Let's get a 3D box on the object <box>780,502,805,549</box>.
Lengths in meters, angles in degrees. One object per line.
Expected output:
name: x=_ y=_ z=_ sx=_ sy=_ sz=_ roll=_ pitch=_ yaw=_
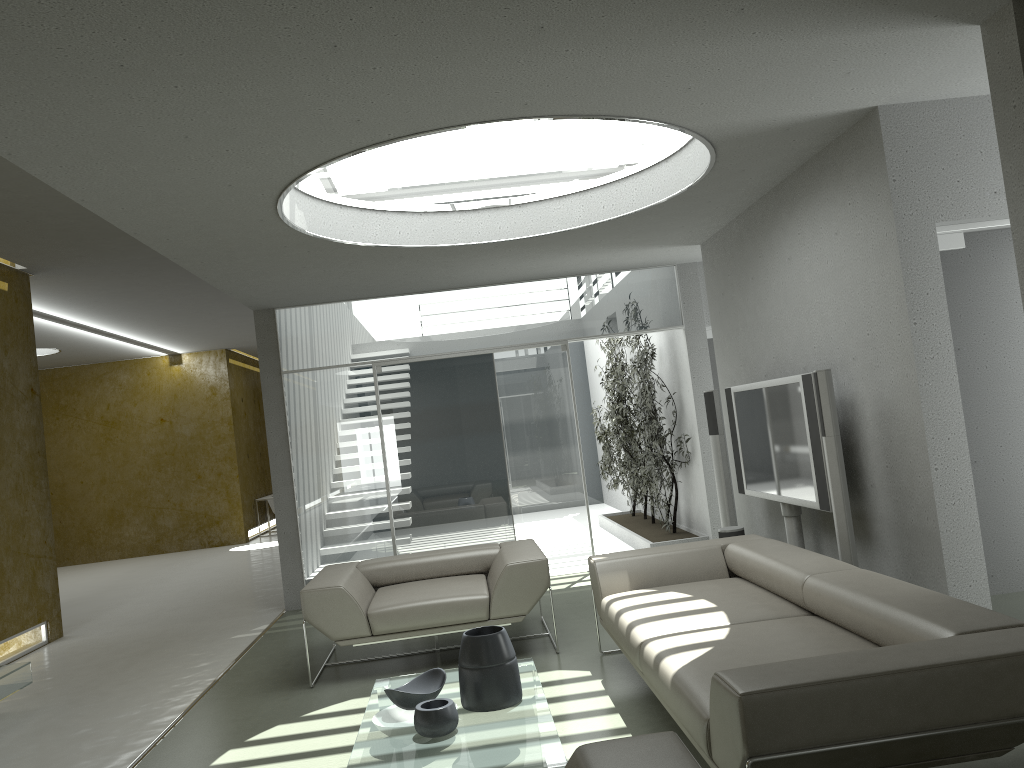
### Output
object: x=1.750 y=1.097 z=5.641 sx=0.323 sy=0.689 sz=0.882 roll=-7 pitch=-3 yaw=-4

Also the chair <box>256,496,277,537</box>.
chair: x=-4.196 y=2.370 z=16.184 sx=0.710 sy=0.667 sz=0.800 roll=-7 pitch=-3 yaw=-4

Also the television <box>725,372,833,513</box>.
television: x=1.715 y=0.362 z=5.681 sx=0.127 sy=0.781 sz=1.603 roll=-7 pitch=-3 yaw=-4

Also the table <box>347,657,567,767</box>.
table: x=-0.231 y=1.487 z=3.714 sx=0.790 sy=0.200 sz=1.500 roll=-7 pitch=-3 yaw=-4

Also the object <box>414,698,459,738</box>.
object: x=-0.301 y=1.327 z=3.519 sx=0.177 sy=0.113 sz=0.177 roll=-6 pitch=-3 yaw=-23

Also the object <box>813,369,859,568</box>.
object: x=1.700 y=0.654 z=4.568 sx=0.310 sy=1.469 sz=0.310 roll=-5 pitch=-3 yaw=-27

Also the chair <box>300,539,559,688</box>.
chair: x=-0.513 y=1.430 z=5.727 sx=1.481 sy=0.583 sz=1.039 roll=-7 pitch=-3 yaw=-4

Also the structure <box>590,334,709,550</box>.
structure: x=1.284 y=0.413 z=9.904 sx=0.646 sy=2.589 sz=3.371 roll=-7 pitch=-3 yaw=-4

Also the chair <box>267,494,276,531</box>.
chair: x=-4.249 y=2.419 z=17.037 sx=0.710 sy=0.667 sz=0.800 roll=-7 pitch=-3 yaw=-4

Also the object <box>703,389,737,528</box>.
object: x=1.628 y=0.777 z=6.803 sx=0.310 sy=1.469 sz=0.310 roll=-8 pitch=-3 yaw=23

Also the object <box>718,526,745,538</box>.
object: x=1.601 y=1.267 z=6.382 sx=0.175 sy=0.461 sz=0.185 roll=-6 pitch=-3 yaw=-9

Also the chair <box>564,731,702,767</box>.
chair: x=-0.260 y=1.192 z=1.643 sx=1.481 sy=0.583 sz=1.039 roll=-7 pitch=-3 yaw=-4

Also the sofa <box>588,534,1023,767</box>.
sofa: x=1.052 y=1.140 z=3.810 sx=1.037 sy=0.585 sz=2.791 roll=-7 pitch=-3 yaw=-4

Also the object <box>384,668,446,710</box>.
object: x=-0.419 y=1.355 z=3.896 sx=0.223 sy=0.125 sz=0.317 roll=-9 pitch=-3 yaw=33

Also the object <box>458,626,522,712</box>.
object: x=-0.103 y=1.219 z=3.823 sx=0.265 sy=0.309 sz=0.265 roll=-6 pitch=-3 yaw=-21

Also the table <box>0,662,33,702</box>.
table: x=-3.358 y=1.881 z=4.965 sx=0.900 sy=0.300 sz=0.900 roll=-7 pitch=-3 yaw=-4
